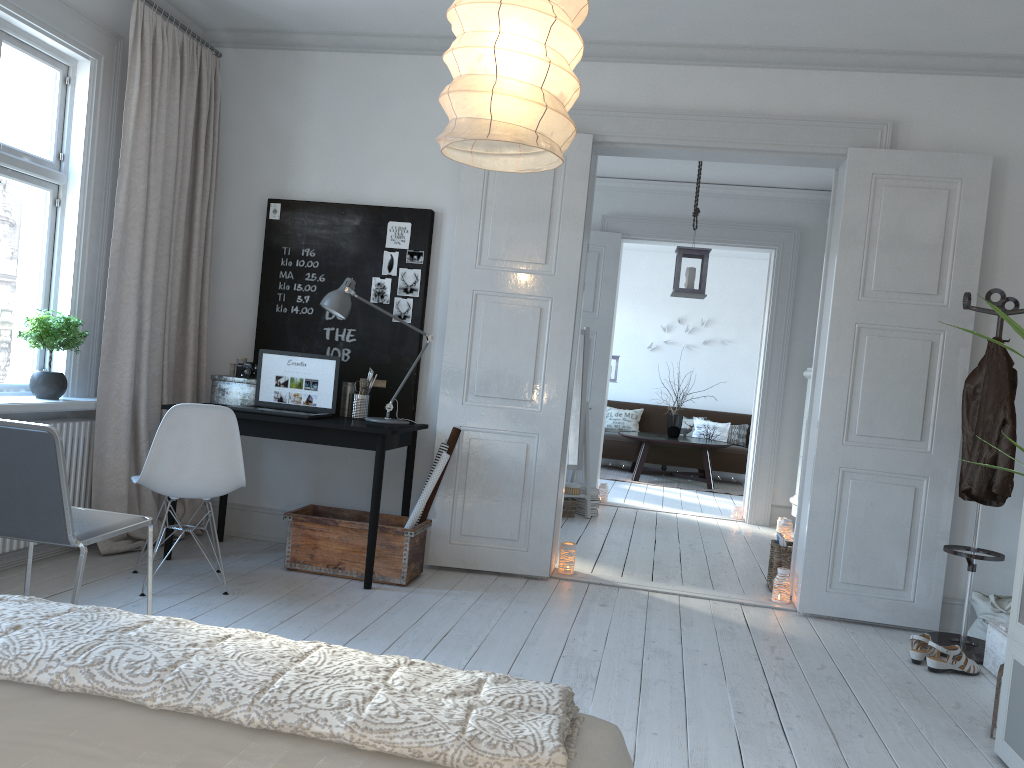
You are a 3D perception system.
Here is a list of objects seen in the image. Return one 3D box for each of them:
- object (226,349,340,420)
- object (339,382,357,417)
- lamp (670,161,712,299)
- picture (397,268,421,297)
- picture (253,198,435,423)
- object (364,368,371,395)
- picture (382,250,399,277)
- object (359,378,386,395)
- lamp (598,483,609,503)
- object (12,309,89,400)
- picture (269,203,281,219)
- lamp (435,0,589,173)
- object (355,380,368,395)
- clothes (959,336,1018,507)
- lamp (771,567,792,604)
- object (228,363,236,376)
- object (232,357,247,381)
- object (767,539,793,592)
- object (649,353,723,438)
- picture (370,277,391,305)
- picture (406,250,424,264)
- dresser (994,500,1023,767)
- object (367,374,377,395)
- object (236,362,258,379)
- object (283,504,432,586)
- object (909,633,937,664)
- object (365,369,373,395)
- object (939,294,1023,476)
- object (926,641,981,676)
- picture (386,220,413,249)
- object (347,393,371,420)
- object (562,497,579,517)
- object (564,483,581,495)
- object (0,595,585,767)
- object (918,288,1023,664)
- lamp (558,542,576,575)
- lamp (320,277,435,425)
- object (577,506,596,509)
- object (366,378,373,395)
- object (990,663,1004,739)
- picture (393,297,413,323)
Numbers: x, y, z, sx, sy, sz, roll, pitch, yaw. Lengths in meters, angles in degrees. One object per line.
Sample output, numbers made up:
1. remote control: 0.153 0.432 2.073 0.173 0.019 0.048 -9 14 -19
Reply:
1. object: -1.137 -0.005 4.422 0.445 0.315 0.325 6 1 10
2. object: -0.875 0.085 4.729 0.079 0.188 0.079 5 2 -11
3. lamp: 1.284 -1.472 6.003 0.228 1.763 0.228 6 2 7
4. picture: -0.557 -0.553 4.800 0.121 0.153 0.002 6 2 10
5. picture: -0.948 -0.406 4.902 0.952 1.173 0.064 6 2 10
6. object: -0.771 0.047 4.653 0.008 0.268 0.060 7 2 26
7. picture: -0.661 -0.656 4.818 0.083 0.146 0.002 6 2 10
8. object: -0.743 0.080 4.688 0.138 0.209 0.034 5 2 -10
9. lamp: 0.808 0.962 7.843 0.089 0.166 0.089 6 2 9
10. object: -2.108 -0.136 4.040 0.310 0.407 0.271 5 2 -30
11. picture: -1.317 -0.960 4.928 0.061 0.088 0.004 6 2 6
12. lamp: 0.041 -1.153 2.120 0.338 1.232 0.341 7 2 41
13. object: -0.806 0.077 4.655 0.081 0.198 0.050 7 2 35
14. clothes: 2.154 0.169 3.993 0.237 0.770 0.211 7 2 43
15. lamp: 1.425 1.063 4.677 0.093 0.180 0.092 5 2 -7
16. object: -1.510 -0.078 4.790 0.040 0.069 0.040 6 2 -2
17. object: -1.467 -0.076 4.716 0.056 0.130 0.167 6 1 8
18. object: 1.603 1.042 5.016 0.270 0.265 0.224 6 1 10
19. object: 2.025 0.105 10.158 0.846 1.066 0.525 5 2 -19
20. picture: -0.714 -0.508 4.828 0.107 0.150 0.001 6 2 10
21. picture: -0.524 -0.689 4.794 0.095 0.071 0.001 6 2 10
22. dresser: 1.837 0.139 2.078 0.630 2.164 1.432 6 2 10
23. object: -0.756 0.064 4.636 0.084 0.240 0.009 5 2 -13
24. object: -1.385 -0.072 4.634 0.137 0.087 0.073 6 1 10
25. object: -0.778 0.806 4.460 0.664 0.282 0.339 6 1 10
26. object: 1.816 1.149 3.910 0.099 0.126 0.272 7 2 42
27. object: -0.767 0.050 4.652 0.062 0.264 0.012 4 2 -38
28. object: 1.994 0.459 3.127 1.042 1.555 0.289 7 2 39
29. object: 1.880 1.158 3.756 0.272 0.126 0.099 5 1 -18
30. picture: -0.613 -0.812 4.806 0.147 0.154 0.004 6 2 10
31. object: -0.802 0.118 4.644 0.108 0.128 0.108 6 2 25
32. object: 0.399 0.962 6.975 0.185 0.140 0.295 5 1 -18
33. object: 0.467 0.819 6.944 0.142 0.074 0.142 6 1 -6
34. object: -0.611 0.443 1.455 1.459 0.104 0.405 6 1 10
35. object: 2.160 0.410 4.067 0.374 1.659 0.374 6 2 17
36. lamp: 0.303 0.954 4.859 0.089 0.166 0.089 6 2 2
37. lamp: -0.699 -0.165 4.555 0.617 0.716 0.230 5 2 -19
38. object: 0.577 0.984 7.117 0.111 0.014 0.156 5 1 -37
39. object: -0.768 0.072 4.643 0.009 0.222 0.082 7 2 39
40. object: 1.738 1.043 3.040 0.131 0.352 0.138 7 2 32
41. picture: -0.592 -0.403 4.809 0.103 0.136 0.001 6 2 10
